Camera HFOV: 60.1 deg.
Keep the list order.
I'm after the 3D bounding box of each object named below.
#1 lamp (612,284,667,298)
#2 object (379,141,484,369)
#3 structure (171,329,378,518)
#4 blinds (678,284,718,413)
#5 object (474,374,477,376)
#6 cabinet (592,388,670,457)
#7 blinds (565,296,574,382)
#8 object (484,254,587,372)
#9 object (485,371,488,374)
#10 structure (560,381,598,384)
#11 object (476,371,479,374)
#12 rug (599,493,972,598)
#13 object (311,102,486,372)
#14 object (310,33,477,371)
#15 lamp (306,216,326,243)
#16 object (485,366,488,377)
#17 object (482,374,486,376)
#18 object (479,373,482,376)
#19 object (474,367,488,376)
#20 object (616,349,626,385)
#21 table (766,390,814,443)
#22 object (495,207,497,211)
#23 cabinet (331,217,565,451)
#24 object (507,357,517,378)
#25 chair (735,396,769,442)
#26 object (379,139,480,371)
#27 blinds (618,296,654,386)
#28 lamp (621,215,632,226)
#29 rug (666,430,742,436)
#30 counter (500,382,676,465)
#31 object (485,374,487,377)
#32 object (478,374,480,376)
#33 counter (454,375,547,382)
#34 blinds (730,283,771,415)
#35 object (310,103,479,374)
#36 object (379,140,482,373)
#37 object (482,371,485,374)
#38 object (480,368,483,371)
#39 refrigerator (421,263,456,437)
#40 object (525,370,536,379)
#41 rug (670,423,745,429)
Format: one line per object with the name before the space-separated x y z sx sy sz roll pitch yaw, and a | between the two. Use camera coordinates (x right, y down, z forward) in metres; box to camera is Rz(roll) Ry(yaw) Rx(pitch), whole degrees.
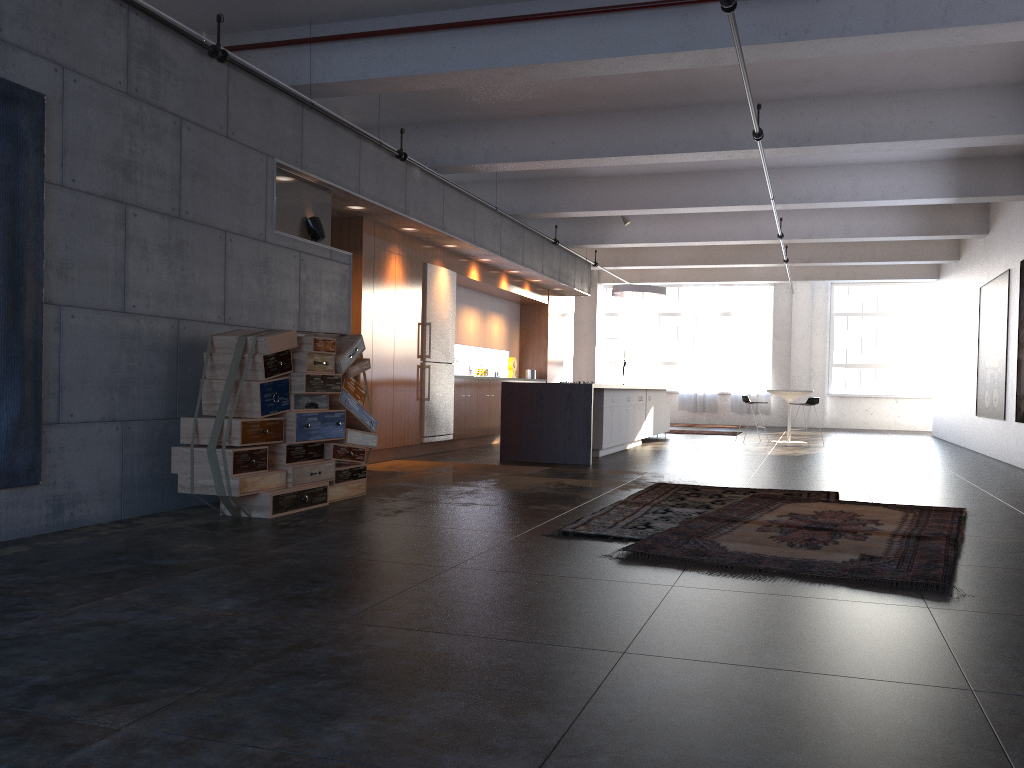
lamp | 2.241 -1.721 16.459 1.025 0.130 1.061 1 0 -26
object | -0.460 -0.232 14.426 0.062 0.051 0.053 1 0 10
structure | -1.623 0.244 6.634 0.630 1.315 1.936 1 0 19
blinds | 5.012 -1.079 23.615 1.025 3.699 0.342 1 1 14
object | -3.928 0.301 8.803 0.053 1.096 12.981 2 0 31
cabinet | 1.697 0.536 14.407 0.911 0.930 5.717 1 0 19
blinds | 1.995 -1.133 24.562 1.014 3.714 0.318 1 1 16
object | -0.427 -0.228 14.387 0.056 0.060 0.054 2 1 41
object | -3.592 -1.347 9.327 0.061 2.211 12.039 2 0 32
structure | 0.993 -0.001 12.980 0.505 0.072 0.648 1 0 18
object | -0.563 -0.187 14.325 0.053 0.054 0.061 1 0 9
rug | 2.035 0.950 5.821 1.843 0.048 3.583 1 0 28
object | -1.062 -1.296 10.950 0.053 2.169 6.916 1 0 11
object | -0.565 -0.223 14.379 0.052 0.053 0.062 1 0 -24
lamp | -1.776 -1.373 7.933 0.212 0.259 0.171 1 1 -1
object | -0.444 -0.212 15.076 0.059 0.210 0.146 2 1 19
object | 0.448 -1.244 15.449 0.056 2.310 2.977 2 1 37
object | -0.504 -0.158 14.304 0.052 0.053 0.062 1 0 0
object | -4.052 0.239 8.789 0.932 1.215 13.421 2 0 29
object | 2.676 0.070 22.219 1.166 1.920 1.068 1 1 18
table | 5.034 0.588 16.073 0.818 0.952 0.839 1 1 18
object | -0.482 -0.188 14.426 0.051 0.053 0.063 1 0 25
cabinet | -1.434 -0.528 13.853 2.350 2.563 8.204 1 0 19
object | 0.012 -0.281 15.605 0.098 0.381 0.278 2 1 19
chair | 4.336 0.662 15.943 0.507 0.896 0.461 1 1 -5
object | -0.544 -0.236 14.316 0.051 0.060 0.058 1 1 -37
blinds | 3.406 -1.102 24.107 1.020 3.676 0.365 1 1 16
lamp | 1.902 -2.803 14.874 0.222 0.287 0.132 1 1 1
rug | 3.451 1.018 19.126 2.849 0.029 1.877 1 0 17
counter | 1.487 0.501 13.823 1.128 0.971 6.736 1 0 19
object | -0.441 -0.135 14.364 0.061 0.053 0.053 1 0 5
object | -0.531 -0.134 14.337 0.050 0.055 0.061 1 0 9
counter | -0.840 -0.097 14.467 1.587 0.039 4.514 1 0 19
blinds | 6.309 -1.058 23.231 1.018 3.752 0.346 1 1 15
object | -0.539 -0.175 14.384 0.052 0.053 0.061 1 0 -29
object | -0.893 -1.289 11.543 0.056 2.190 5.666 1 0 8
object | -0.328 -1.274 13.111 0.053 2.229 2.401 1 0 -5
object | -1.580 -1.326 9.518 0.058 2.165 9.987 1 0 13
refrigerator | -1.005 -0.425 11.632 0.217 2.191 0.966 1 1 16
object | 0.343 -0.172 16.177 0.193 0.170 0.187 1 0 -23
rug | 4.366 1.055 22.758 3.093 0.009 1.836 1 0 17
